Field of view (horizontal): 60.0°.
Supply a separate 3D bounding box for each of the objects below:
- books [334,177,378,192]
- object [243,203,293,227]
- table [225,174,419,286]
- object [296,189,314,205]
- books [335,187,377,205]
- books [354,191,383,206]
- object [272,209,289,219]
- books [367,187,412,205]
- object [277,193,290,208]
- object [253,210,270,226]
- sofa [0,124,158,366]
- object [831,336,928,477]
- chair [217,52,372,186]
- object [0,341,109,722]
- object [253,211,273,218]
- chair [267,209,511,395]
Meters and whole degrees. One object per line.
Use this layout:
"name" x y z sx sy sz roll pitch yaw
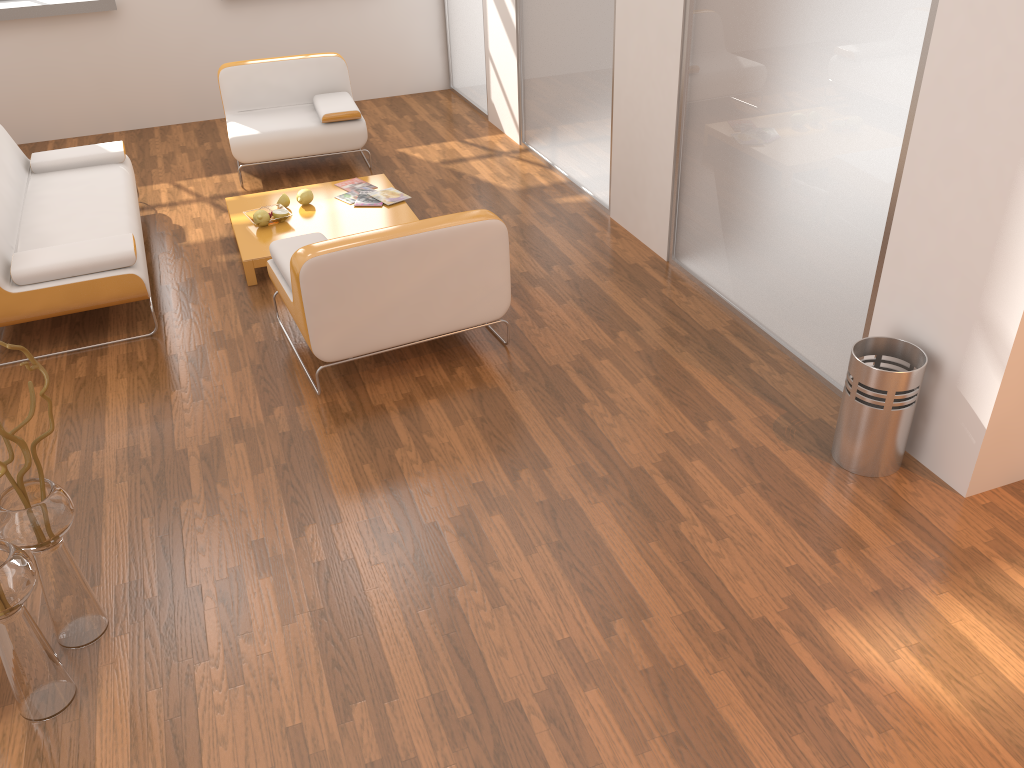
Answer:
"books" -0.978 -1.238 5.542 0.171 0.004 0.249 -26 39 -32
"object" -1.399 -0.957 5.090 0.227 0.048 0.227 -19 36 -25
"table" -1.117 -0.940 5.229 1.000 0.150 1.000 -13 34 -16
"object" -1.234 -1.115 5.286 0.105 0.091 0.103 -16 35 -21
"books" -0.936 -1.150 5.402 0.171 0.004 0.249 27 42 37
"books" -0.847 -1.118 5.339 0.171 0.004 0.249 0 33 3
"object" -1.322 -0.962 5.081 0.092 0.065 0.091 17 37 27
"books" -0.739 -1.135 5.351 0.171 0.004 0.249 -24 38 -30
"object" -1.356 -1.085 5.250 0.080 0.087 0.094 2 33 7
"object" -1.414 -0.940 5.013 0.101 0.095 0.102 22 40 33
"sofa" -2.476 -0.915 4.804 0.825 0.661 2.010 -14 34 -17
"object" 1.321 0.083 3.206 0.248 0.450 0.248 11 35 20
"chair" -1.546 -1.891 6.265 0.923 0.661 0.825 -11 34 -14
"object" -1.314 0.414 2.244 0.284 1.112 0.655 -1 33 2
"object" -1.422 -0.970 5.105 0.134 0.037 0.061 -9 33 -10
"chair" -0.589 -0.519 4.066 0.923 0.661 0.825 -16 35 -20
